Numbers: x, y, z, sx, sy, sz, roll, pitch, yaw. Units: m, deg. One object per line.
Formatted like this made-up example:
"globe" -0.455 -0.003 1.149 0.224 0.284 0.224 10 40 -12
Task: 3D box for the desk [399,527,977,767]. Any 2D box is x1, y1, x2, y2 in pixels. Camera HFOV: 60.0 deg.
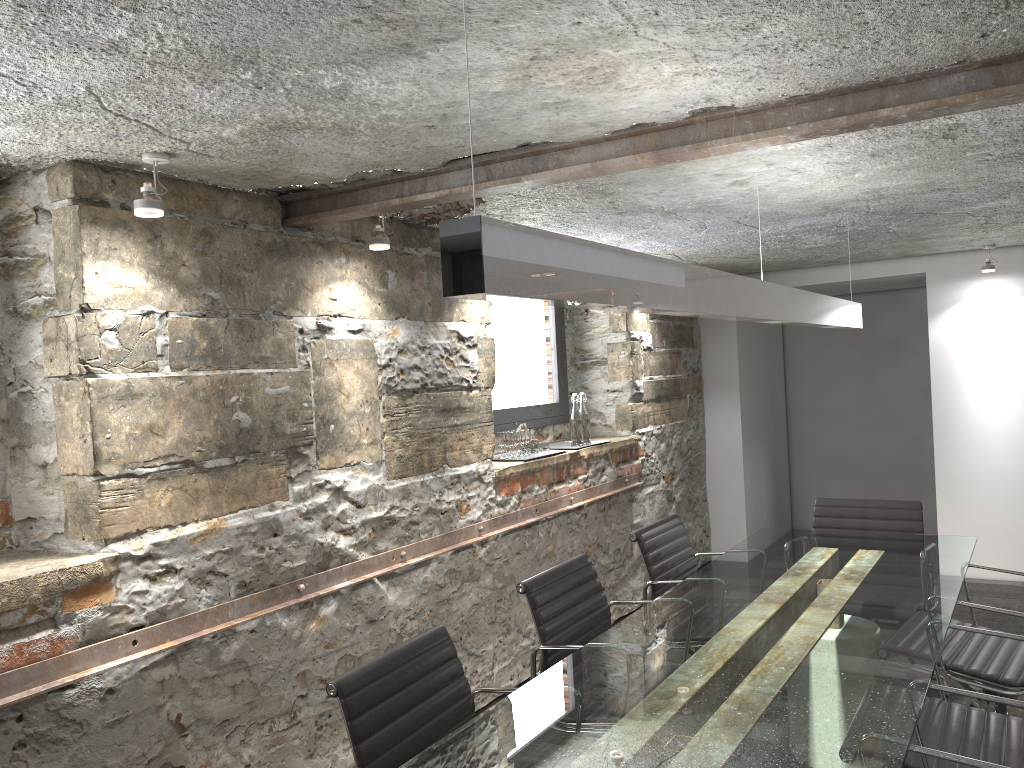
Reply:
"desk" 0.808 1.082 2.666 0.909 0.711 3.154 -3 1 31

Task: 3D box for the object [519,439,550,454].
"object" 0.113 0.329 4.732 0.111 0.072 0.191 -2 1 38

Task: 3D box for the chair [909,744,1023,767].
"chair" 0.729 1.035 1.648 0.667 0.837 0.693 -3 1 22

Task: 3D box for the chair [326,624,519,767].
"chair" -0.036 1.070 2.094 0.667 0.837 0.693 -3 1 18

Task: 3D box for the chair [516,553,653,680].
"chair" 0.404 1.036 2.920 0.667 0.837 0.693 -3 1 21

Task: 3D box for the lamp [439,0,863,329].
"lamp" 0.723 -0.451 2.647 0.073 0.524 3.159 -3 1 31

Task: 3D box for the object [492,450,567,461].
"object" 0.051 0.373 4.640 0.310 0.007 0.457 -3 1 31

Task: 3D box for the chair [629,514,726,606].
"chair" 0.869 1.002 3.666 0.667 0.837 0.693 -3 1 22

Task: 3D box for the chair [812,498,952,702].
"chair" 1.533 0.965 3.903 0.693 0.837 0.667 -3 1 23

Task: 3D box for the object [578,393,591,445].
"object" 0.413 0.201 5.133 0.073 0.300 0.073 -3 1 -1

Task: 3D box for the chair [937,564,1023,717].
"chair" 1.681 0.966 3.159 0.667 0.837 0.693 -3 1 29

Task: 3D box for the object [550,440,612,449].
"object" 0.340 0.352 5.123 0.310 0.007 0.457 -3 1 31

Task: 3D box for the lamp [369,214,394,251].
"lamp" -0.475 -0.573 3.226 0.098 0.165 0.077 -3 1 -26

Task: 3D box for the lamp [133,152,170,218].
"lamp" -0.971 -0.537 2.393 0.098 0.165 0.077 -3 1 -26

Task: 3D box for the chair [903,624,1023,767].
"chair" 1.251 0.998 2.430 0.667 0.837 0.693 -3 1 21

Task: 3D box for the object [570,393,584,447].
"object" 0.366 0.204 5.053 0.073 0.300 0.073 -3 1 0

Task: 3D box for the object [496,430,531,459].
"object" 0.008 0.308 4.543 0.108 0.131 0.218 -3 1 29
